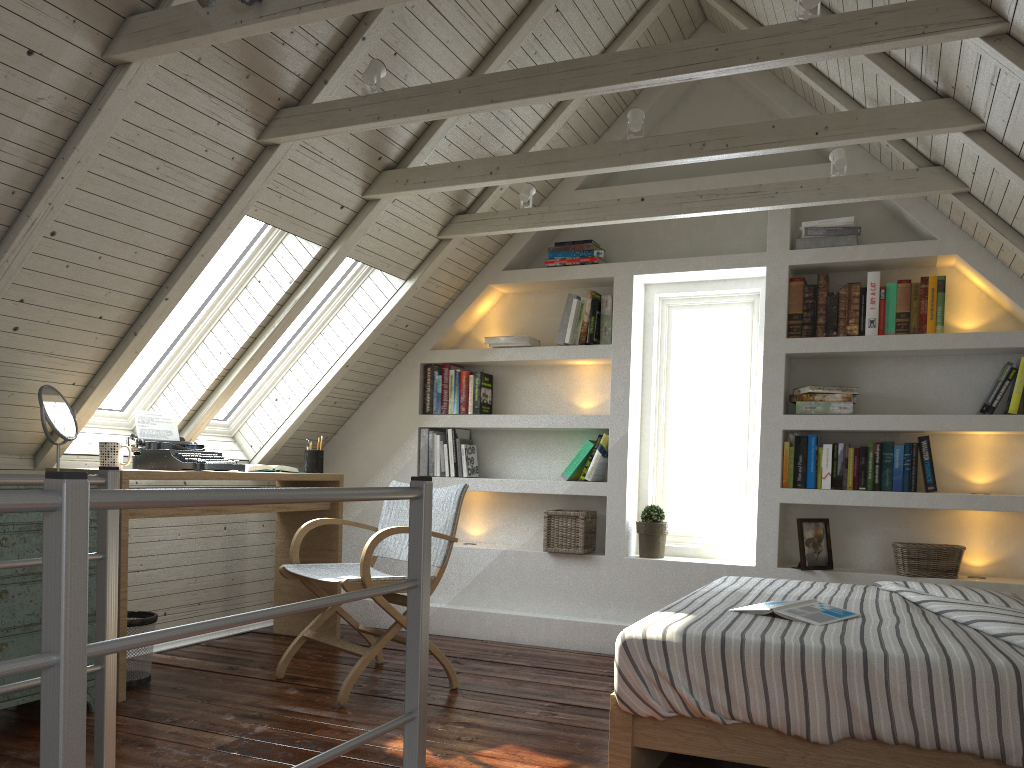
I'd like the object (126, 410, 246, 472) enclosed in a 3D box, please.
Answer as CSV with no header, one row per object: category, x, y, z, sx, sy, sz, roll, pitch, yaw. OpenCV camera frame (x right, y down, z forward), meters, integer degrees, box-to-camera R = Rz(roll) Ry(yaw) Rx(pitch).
object,-1.302,0.231,3.557,0.354,0.238,0.389,0,-4,19

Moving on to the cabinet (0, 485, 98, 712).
cabinet,-1.672,0.678,2.682,0.415,0.768,0.806,2,-2,24

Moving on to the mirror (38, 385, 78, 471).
mirror,-1.503,0.163,2.915,0.113,0.319,0.206,1,0,-23

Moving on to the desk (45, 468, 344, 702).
desk,-1.258,0.771,3.716,0.377,0.805,1.328,2,-3,24

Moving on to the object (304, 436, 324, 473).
object,-0.942,0.337,4.186,0.088,0.186,0.088,2,0,-12

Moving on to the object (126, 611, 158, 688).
object,-1.450,0.992,3.296,0.224,0.253,0.224,1,-2,18

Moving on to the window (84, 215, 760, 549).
window,-0.362,0.014,3.752,3.094,1.375,1.405,2,-2,1

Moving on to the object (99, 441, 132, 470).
object,-1.435,0.260,3.181,0.108,0.100,0.083,3,-2,-25

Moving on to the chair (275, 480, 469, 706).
chair,-0.543,0.772,3.428,0.561,0.792,0.550,2,-1,-41

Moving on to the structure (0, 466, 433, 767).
structure,-0.874,0.596,1.094,0.835,0.995,1.645,1,-4,24

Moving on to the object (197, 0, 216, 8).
object,-0.709,-0.854,1.789,0.059,0.067,0.284,1,-5,23

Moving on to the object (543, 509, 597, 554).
object,0.286,0.722,4.315,0.204,0.201,0.205,1,-2,24

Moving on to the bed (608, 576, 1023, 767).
bed,1.385,0.778,2.536,1.876,0.705,1.879,0,-5,24

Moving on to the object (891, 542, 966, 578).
object,1.743,0.738,3.689,0.282,0.134,0.178,0,-3,15

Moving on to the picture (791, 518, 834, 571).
picture,1.290,0.693,3.821,0.174,0.223,0.126,2,0,-26

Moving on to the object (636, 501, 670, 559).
object,0.668,0.690,4.180,0.159,0.271,0.160,2,0,16
